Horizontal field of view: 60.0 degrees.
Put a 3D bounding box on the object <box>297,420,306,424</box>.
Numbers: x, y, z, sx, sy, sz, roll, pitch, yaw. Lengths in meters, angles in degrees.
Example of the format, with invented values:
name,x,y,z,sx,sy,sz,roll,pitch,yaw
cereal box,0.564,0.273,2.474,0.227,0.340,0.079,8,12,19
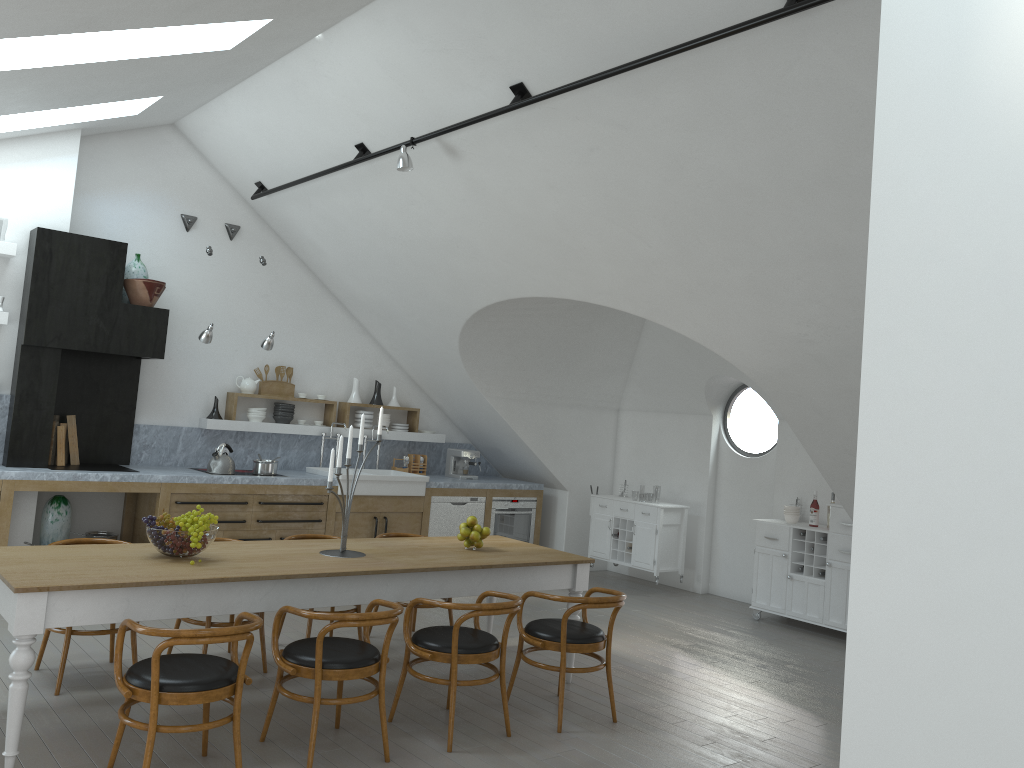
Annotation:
name,x,y,z,sx,sy,sz,roll,pitch,yaw
object,-2.141,0.389,9.003,0.098,0.049,0.098,7,-4,-42

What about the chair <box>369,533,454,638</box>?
name,x,y,z,sx,sy,sz,roll,pitch,yaw
chair,-0.732,1.495,6.448,0.526,0.736,0.621,8,-5,-43

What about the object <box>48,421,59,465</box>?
name,x,y,z,sx,sy,sz,roll,pitch,yaw
object,-3.817,0.492,7.356,0.068,0.368,0.131,7,-4,-25

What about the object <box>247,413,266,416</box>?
name,x,y,z,sx,sy,sz,roll,pitch,yaw
object,-2.506,0.317,8.677,0.181,0.065,0.181,5,-3,-2

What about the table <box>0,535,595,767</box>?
name,x,y,z,sx,sy,sz,roll,pitch,yaw
table,-1.104,1.371,5.049,3.342,0.800,1.018,7,-4,-39

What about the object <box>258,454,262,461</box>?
name,x,y,z,sx,sy,sz,roll,pitch,yaw
object,-2.322,0.738,8.238,0.051,0.167,0.236,8,-5,-44

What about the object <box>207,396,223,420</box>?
name,x,y,z,sx,sy,sz,roll,pitch,yaw
object,-2.822,0.224,8.443,0.156,0.219,0.155,3,-4,32

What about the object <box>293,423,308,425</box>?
name,x,y,z,sx,sy,sz,roll,pitch,yaw
object,-2.143,0.412,9.002,0.163,0.012,0.163,6,-3,-22

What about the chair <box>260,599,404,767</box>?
name,x,y,z,sx,sy,sz,roll,pitch,yaw
chair,-0.839,1.394,4.222,0.526,0.736,0.621,8,-4,-39

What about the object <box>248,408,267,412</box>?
name,x,y,z,sx,sy,sz,roll,pitch,yaw
object,-2.498,0.266,8.683,0.181,0.076,0.180,5,-3,-2

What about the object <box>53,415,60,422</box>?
name,x,y,z,sx,sy,sz,roll,pitch,yaw
object,-3.904,0.491,7.502,0.089,0.459,0.110,8,-5,-39

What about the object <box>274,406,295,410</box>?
name,x,y,z,sx,sy,sz,roll,pitch,yaw
object,-2.278,0.260,8.867,0.205,0.084,0.205,5,-3,-12

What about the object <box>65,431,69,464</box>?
name,x,y,z,sx,sy,sz,roll,pitch,yaw
object,-3.839,0.547,7.559,0.110,0.296,0.104,3,-4,26

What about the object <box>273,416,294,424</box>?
name,x,y,z,sx,sy,sz,roll,pitch,yaw
object,-2.289,0.361,8.854,0.206,0.072,0.205,3,-3,38

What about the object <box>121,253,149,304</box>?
name,x,y,z,sx,sy,sz,roll,pitch,yaw
object,-3.354,-0.909,7.883,0.231,0.504,0.230,5,-4,2

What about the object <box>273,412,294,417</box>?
name,x,y,z,sx,sy,sz,roll,pitch,yaw
object,-2.287,0.334,8.856,0.205,0.086,0.205,5,-3,-2

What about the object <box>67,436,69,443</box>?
name,x,y,z,sx,sy,sz,roll,pitch,yaw
object,-3.765,0.564,7.595,0.113,0.252,0.057,7,-5,-36

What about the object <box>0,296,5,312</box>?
name,x,y,z,sx,sy,sz,roll,pitch,yaw
object,-3.979,-0.619,6.887,0.064,0.124,0.067,1,-5,44

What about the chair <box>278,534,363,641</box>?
name,x,y,z,sx,sy,sz,roll,pitch,yaw
chair,-1.295,1.430,6.000,0.526,0.736,0.621,7,-4,-36

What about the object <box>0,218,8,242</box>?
name,x,y,z,sx,sy,sz,roll,pitch,yaw
object,-3.942,-1.188,6.858,0.063,0.187,0.063,3,-4,19

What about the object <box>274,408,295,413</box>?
name,x,y,z,sx,sy,sz,roll,pitch,yaw
object,-2.280,0.285,8.861,0.206,0.072,0.205,3,-3,38

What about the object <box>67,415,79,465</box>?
name,x,y,z,sx,sy,sz,roll,pitch,yaw
object,-3.725,0.477,7.527,0.148,0.428,0.078,5,-4,-4

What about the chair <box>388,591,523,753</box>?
name,x,y,z,sx,sy,sz,roll,pitch,yaw
chair,-0.269,1.460,4.668,0.526,0.736,0.621,8,-5,-44

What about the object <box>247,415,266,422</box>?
name,x,y,z,sx,sy,sz,roll,pitch,yaw
object,-2.507,0.340,8.676,0.181,0.064,0.181,6,-3,-17

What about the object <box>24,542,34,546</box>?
name,x,y,z,sx,sy,sz,roll,pitch,yaw
object,-3.664,1.347,6.981,0.379,0.164,0.222,3,-4,40

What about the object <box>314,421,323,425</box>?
name,x,y,z,sx,sy,sz,roll,pitch,yaw
object,-1.993,0.406,9.124,0.098,0.049,0.098,7,-4,-42

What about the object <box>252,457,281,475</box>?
name,x,y,z,sx,sy,sz,roll,pitch,yaw
object,-2.242,0.772,8.260,0.232,0.170,0.393,3,-3,31

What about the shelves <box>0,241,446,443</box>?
name,x,y,z,sx,sy,sz,roll,pitch,yaw
shelves,-2.807,-0.261,8.273,5.538,1.364,0.480,7,-4,-45

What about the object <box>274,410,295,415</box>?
name,x,y,z,sx,sy,sz,roll,pitch,yaw
object,-2.279,0.307,8.855,0.205,0.086,0.205,5,-3,3

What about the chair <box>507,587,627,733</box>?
name,x,y,z,sx,sy,sz,roll,pitch,yaw
chair,0.331,1.526,5.069,0.526,0.736,0.621,7,-4,-36

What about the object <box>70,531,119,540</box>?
name,x,y,z,sx,sy,sz,roll,pitch,yaw
object,-3.657,1.359,7.682,0.455,0.197,0.268,5,-3,-5

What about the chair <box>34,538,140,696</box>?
name,x,y,z,sx,sy,sz,roll,pitch,yaw
chair,-2.413,1.299,5.086,0.526,0.736,0.621,8,-4,-39

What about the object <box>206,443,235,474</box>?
name,x,y,z,sx,sy,sz,roll,pitch,yaw
object,-2.602,0.664,7.959,0.246,0.268,0.246,7,-4,-29

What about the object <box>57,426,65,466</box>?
name,x,y,z,sx,sy,sz,roll,pitch,yaw
object,-3.727,0.516,7.332,0.148,0.337,0.081,1,-5,41

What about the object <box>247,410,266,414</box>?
name,x,y,z,sx,sy,sz,roll,pitch,yaw
object,-2.501,0.294,8.680,0.181,0.069,0.181,6,-3,-22

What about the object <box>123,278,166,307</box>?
name,x,y,z,sx,sy,sz,roll,pitch,yaw
object,-3.171,-0.770,7.609,0.347,0.237,0.366,6,-3,-22

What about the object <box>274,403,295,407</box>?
name,x,y,z,sx,sy,sz,roll,pitch,yaw
object,-2.278,0.232,8.870,0.205,0.080,0.205,7,-3,-37

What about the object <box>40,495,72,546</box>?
name,x,y,z,sx,sy,sz,roll,pitch,yaw
object,-3.791,1.176,7.367,0.231,0.499,0.230,5,-4,2

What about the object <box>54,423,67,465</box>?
name,x,y,z,sx,sy,sz,roll,pitch,yaw
object,-3.790,0.510,7.435,0.072,0.367,0.130,6,-4,-21

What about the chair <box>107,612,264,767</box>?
name,x,y,z,sx,sy,sz,roll,pitch,yaw
chair,-1.373,1.330,3.733,0.526,0.736,0.621,7,-4,-36

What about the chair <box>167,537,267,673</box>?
name,x,y,z,sx,sy,sz,roll,pitch,yaw
chair,-1.818,1.365,5.496,0.526,0.736,0.621,8,-5,-42

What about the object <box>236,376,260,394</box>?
name,x,y,z,sx,sy,sz,roll,pitch,yaw
object,-2.580,0.012,8.653,0.174,0.169,0.167,3,-4,34
